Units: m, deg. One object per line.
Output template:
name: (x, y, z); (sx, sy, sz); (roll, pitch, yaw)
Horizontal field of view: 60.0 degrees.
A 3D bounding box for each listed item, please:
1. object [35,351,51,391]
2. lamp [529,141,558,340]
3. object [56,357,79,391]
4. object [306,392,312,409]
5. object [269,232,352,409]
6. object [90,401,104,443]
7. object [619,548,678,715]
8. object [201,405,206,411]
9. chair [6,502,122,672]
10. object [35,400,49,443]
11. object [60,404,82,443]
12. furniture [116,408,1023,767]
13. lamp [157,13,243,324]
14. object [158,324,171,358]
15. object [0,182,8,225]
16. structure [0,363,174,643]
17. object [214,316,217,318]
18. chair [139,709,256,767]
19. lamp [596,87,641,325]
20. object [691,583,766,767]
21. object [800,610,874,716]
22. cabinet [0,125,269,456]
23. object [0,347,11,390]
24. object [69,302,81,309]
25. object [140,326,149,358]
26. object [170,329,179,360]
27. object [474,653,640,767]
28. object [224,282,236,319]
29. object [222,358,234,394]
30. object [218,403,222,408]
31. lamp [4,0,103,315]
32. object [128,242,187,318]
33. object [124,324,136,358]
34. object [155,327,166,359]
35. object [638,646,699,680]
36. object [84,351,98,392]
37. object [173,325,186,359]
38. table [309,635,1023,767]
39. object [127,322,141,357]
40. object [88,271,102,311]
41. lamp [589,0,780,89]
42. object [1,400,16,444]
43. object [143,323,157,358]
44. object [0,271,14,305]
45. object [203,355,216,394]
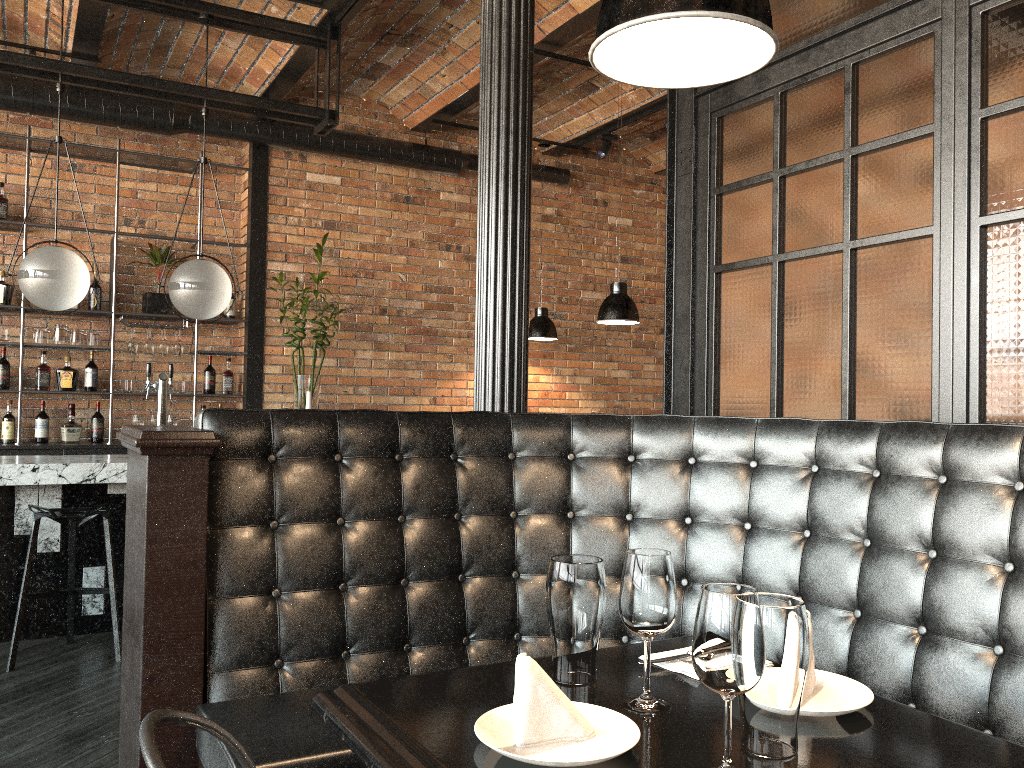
object: (-3.280, -0.092, 6.203); (0.083, 0.282, 0.083); (2, -2, -44)
lamp: (0.257, -1.200, 7.420); (0.291, 1.653, 0.291); (0, -2, 36)
object: (-3.146, -0.069, 6.277); (0.151, 0.248, 0.094); (2, -1, -20)
object: (-1.344, 0.253, 6.222); (0.316, 0.397, 0.319); (1, -1, 20)
object: (-1.494, -0.320, 6.564); (0.584, 1.546, 0.673); (1, -1, 10)
object: (-2.977, 0.273, 6.371); (0.086, 0.299, 0.086); (1, -1, 20)
object: (0.215, 0.388, 1.406); (0.092, 0.244, 0.092); (1, -1, -12)
object: (-2.341, 0.301, 6.718); (0.083, 0.282, 0.083); (2, -2, -44)
chair: (-2.106, 0.921, 4.227); (0.475, 0.737, 0.414); (2, -1, -24)
object: (-3.286, 0.264, 6.205); (0.086, 0.298, 0.086); (1, -1, 20)
object: (-3.117, 0.279, 6.273); (0.123, 0.279, 0.123); (2, -2, -40)
furniture: (1.076, 0.659, 0.545); (1.979, 1.212, 5.451); (2, -1, -29)
lamp: (-1.745, -1.216, 5.018); (0.340, 1.754, 0.340); (1, -1, 17)
object: (-2.549, -0.314, 6.507); (0.092, 0.244, 0.092); (1, -1, 10)
object: (-3.513, -1.243, 6.089); (0.083, 0.282, 0.083); (2, -2, -44)
structure: (-3.266, 0.568, 4.856); (5.346, 1.430, 1.930); (2, -1, -29)
object: (-2.287, -0.632, 6.760); (0.083, 0.282, 0.083); (1, -1, -14)
chair: (-0.157, 0.825, 1.072); (0.558, 0.857, 0.504); (2, -1, -29)
lamp: (0.713, -1.228, 5.847); (0.291, 1.653, 0.291); (1, -1, 16)
object: (0.275, 0.383, 1.131); (0.092, 0.244, 0.092); (0, -2, 44)
object: (0.469, 0.453, 1.456); (0.232, 0.139, 0.232); (1, -1, 19)
cabinet: (-4.990, -0.569, 5.218); (7.075, 3.779, 0.564); (2, -1, -29)
object: (-3.494, -0.107, 6.089); (0.086, 0.299, 0.086); (1, -1, 20)
object: (-3.119, -0.655, 6.284); (0.123, 0.279, 0.123); (2, -1, -20)
object: (-2.716, -0.315, 6.603); (0.092, 0.244, 0.092); (1, -1, 10)
object: (-2.538, -0.309, 6.701); (0.092, 0.244, 0.092); (1, -1, 10)
object: (0.064, 0.440, 1.249); (0.232, 0.139, 0.232); (1, -1, 19)
object: (-2.178, -0.636, 6.852); (0.086, 0.298, 0.086); (0, -1, 25)
object: (-2.180, -0.057, 6.812); (0.083, 0.282, 0.083); (2, -1, -19)
object: (-2.238, 0.298, 6.791); (0.086, 0.298, 0.086); (1, -1, 20)
lamp: (-2.385, -1.236, 4.664); (0.340, 1.754, 0.340); (1, -1, 17)
object: (-2.597, -0.779, 6.551); (0.398, 0.560, 0.374); (0, -2, 33)
object: (-2.812, -0.318, 6.550); (0.092, 0.244, 0.092); (1, -1, 10)
object: (-2.629, -0.312, 6.651); (0.092, 0.244, 0.092); (1, -1, 10)
object: (0.347, 0.509, 1.649); (0.255, 0.019, 0.157); (2, -2, -33)
object: (-3.018, -0.090, 6.364); (0.086, 0.298, 0.086); (1, -1, 20)
object: (-2.459, -0.311, 6.557); (0.092, 0.244, 0.092); (1, -1, 10)
table: (0.242, 0.888, 1.327); (0.872, 0.758, 0.872); (2, -1, -29)
object: (-2.732, -0.319, 6.405); (0.092, 0.244, 0.092); (1, -1, 10)
object: (-2.996, -0.662, 6.372); (0.086, 0.297, 0.086); (1, -1, 20)
lamp: (0.281, -1.337, 1.404); (0.291, 1.653, 0.291); (1, -1, 16)
object: (-3.461, 0.259, 6.099); (0.080, 0.299, 0.080); (2, -1, -27)
object: (-2.636, -0.316, 6.459); (0.092, 0.244, 0.092); (1, -1, 10)
object: (-3.503, -0.652, 6.087); (0.151, 0.248, 0.094); (1, -1, 0)
object: (-2.301, -0.070, 6.749); (0.086, 0.299, 0.086); (1, -1, 20)
